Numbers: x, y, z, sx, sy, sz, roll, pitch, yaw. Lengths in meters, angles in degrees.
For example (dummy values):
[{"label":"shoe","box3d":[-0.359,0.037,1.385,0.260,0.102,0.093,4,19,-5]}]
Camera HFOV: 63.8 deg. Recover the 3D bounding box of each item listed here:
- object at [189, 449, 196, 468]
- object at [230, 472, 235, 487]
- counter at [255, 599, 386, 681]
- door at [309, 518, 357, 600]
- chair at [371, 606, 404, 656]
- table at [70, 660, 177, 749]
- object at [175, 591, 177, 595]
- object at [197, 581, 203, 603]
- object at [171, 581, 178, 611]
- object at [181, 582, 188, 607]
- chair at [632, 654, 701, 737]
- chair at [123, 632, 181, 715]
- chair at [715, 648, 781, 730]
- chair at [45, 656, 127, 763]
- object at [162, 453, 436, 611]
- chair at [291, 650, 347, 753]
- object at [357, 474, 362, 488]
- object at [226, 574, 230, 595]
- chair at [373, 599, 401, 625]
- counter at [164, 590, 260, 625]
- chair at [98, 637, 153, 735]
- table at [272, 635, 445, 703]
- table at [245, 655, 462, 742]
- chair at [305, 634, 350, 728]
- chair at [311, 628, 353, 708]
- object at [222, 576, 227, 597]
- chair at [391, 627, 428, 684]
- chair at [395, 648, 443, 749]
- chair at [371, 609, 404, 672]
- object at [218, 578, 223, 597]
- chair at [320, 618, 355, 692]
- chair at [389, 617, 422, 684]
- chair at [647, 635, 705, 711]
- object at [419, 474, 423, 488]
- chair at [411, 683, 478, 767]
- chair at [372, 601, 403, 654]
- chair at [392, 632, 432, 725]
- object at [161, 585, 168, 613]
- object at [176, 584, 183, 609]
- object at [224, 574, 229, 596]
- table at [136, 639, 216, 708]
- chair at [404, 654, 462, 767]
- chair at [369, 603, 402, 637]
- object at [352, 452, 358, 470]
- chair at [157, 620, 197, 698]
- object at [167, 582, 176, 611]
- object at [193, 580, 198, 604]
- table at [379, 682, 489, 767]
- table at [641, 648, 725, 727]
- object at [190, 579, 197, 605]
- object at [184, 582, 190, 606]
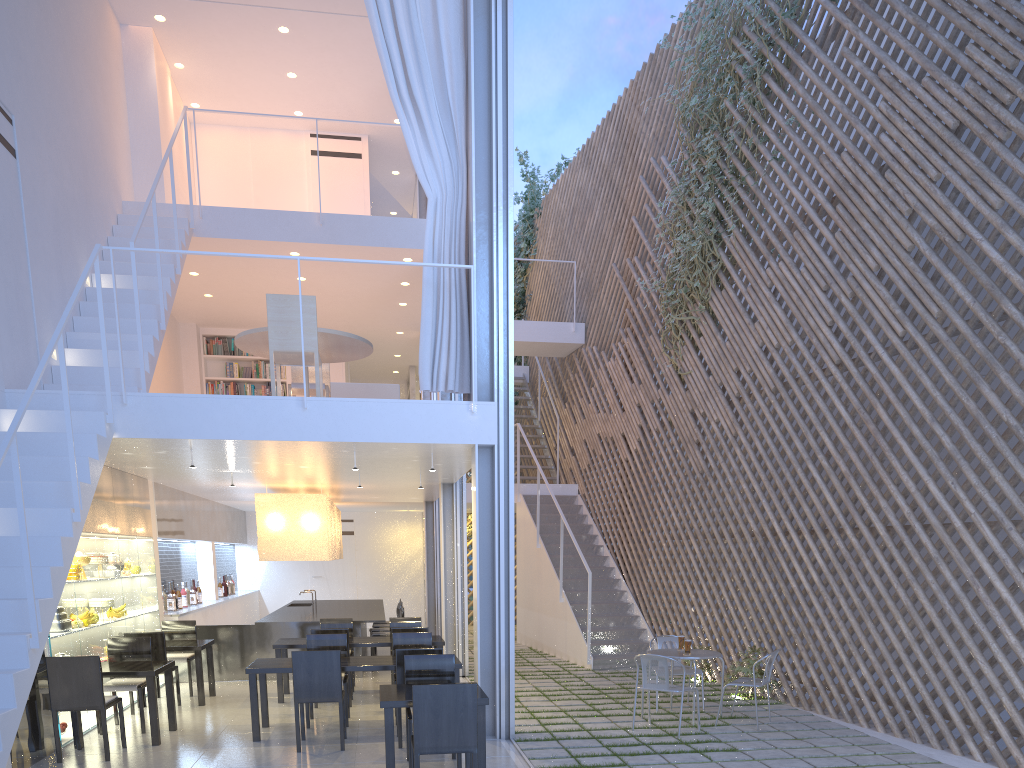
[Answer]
[{"label":"object","box3d":[-1.352,0.315,3.477,0.029,0.081,0.027,0,8,2]},{"label":"object","box3d":[-1.511,0.514,4.443,0.029,0.081,0.027,0,8,2]},{"label":"counter","box3d":[-1.417,1.961,6.499,0.815,0.373,2.532,1,-11,-9]},{"label":"door","box3d":[-2.047,1.477,6.124,0.481,1.171,5.547,0,-11,3]},{"label":"chair","box3d":[-0.912,1.844,6.034,0.240,0.449,0.183,-1,7,-11]},{"label":"table","box3d":[-1.682,1.385,3.574,0.359,0.337,0.348,0,-1,-9]},{"label":"object","box3d":[-2.157,1.183,4.583,0.067,0.288,2.156,-2,-11,-9]},{"label":"object","box3d":[-2.411,1.604,6.335,0.041,0.186,0.040,-8,12,-38]},{"label":"object","box3d":[-2.121,1.175,4.544,0.106,0.287,2.084,-1,-11,-8]},{"label":"object","box3d":[-2.337,1.501,5.857,0.044,0.190,0.041,-1,9,-8]},{"label":"chair","box3d":[0.680,1.379,3.685,0.260,0.389,0.243,2,5,36]},{"label":"chair","box3d":[-1.843,1.475,4.231,0.192,0.448,0.230,-1,6,-9]},{"label":"chair","box3d":[1.113,1.409,3.836,0.247,0.388,0.256,2,4,31]},{"label":"chair","box3d":[-1.685,1.277,3.273,0.192,0.448,0.230,-1,6,-9]},{"label":"object","box3d":[-1.336,0.882,4.421,1.672,0.825,1.849,1,-8,-11]},{"label":"chair","box3d":[-0.799,1.307,3.433,0.192,0.448,0.230,-1,6,-9]},{"label":"object","box3d":[-0.842,0.534,4.549,0.029,0.081,0.027,0,8,2]},{"label":"object","box3d":[-2.619,1.844,7.551,0.046,0.208,0.044,-1,9,-8]},{"label":"chair","box3d":[-1.064,2.048,7.023,0.240,0.449,0.183,-1,7,-7]},{"label":"counter","box3d":[-2.494,2.037,6.958,0.232,0.431,3.655,-1,-11,-10]},{"label":"chair","box3d":[-1.766,1.378,3.762,0.192,0.448,0.230,-1,6,-9]},{"label":"table","box3d":[-0.847,1.602,4.639,0.916,0.337,0.348,1,-1,-9]},{"label":"table","box3d":[-0.698,1.414,3.730,0.916,0.337,0.348,1,-1,-9]},{"label":"chair","box3d":[-0.874,1.402,3.889,0.192,0.448,0.230,-1,6,-9]},{"label":"chair","box3d":[-0.957,1.505,4.391,0.192,0.448,0.230,-1,6,-9]},{"label":"object","box3d":[-2.562,1.802,7.325,0.044,0.198,0.044,-3,10,-18]},{"label":"chair","box3d":[-0.552,1.517,4.455,0.192,0.448,0.230,-1,6,-9]},{"label":"chair","box3d":[-0.395,1.319,3.497,0.192,0.448,0.230,-1,6,-9]},{"label":"chair","box3d":[-0.862,1.775,5.704,0.240,0.449,0.183,-1,7,-8]},{"label":"object","box3d":[-2.560,1.786,7.220,0.041,0.186,0.040,-8,12,-38]},{"label":"chair","box3d":[-1.032,1.599,4.847,0.192,0.448,0.230,-1,6,-9]},{"label":"chair","box3d":[-0.627,1.611,4.911,0.192,0.448,0.230,-1,6,-9]},{"label":"chair","box3d":[0.844,1.505,4.299,0.263,0.389,0.241,-1,4,-9]},{"label":"object","box3d":[-0.511,0.544,4.601,0.029,0.081,0.027,0,8,2]},{"label":"chair","box3d":[-0.216,1.130,2.578,0.192,0.448,0.230,-1,6,-9]},{"label":"chair","box3d":[-1.013,1.980,6.693,0.240,0.449,0.183,-1,7,-12]},{"label":"chair","box3d":[-0.470,1.414,3.953,0.192,0.448,0.230,-1,6,-9]},{"label":"object","box3d":[-2.130,1.151,4.429,0.046,0.288,1.881,-2,-11,-9]},{"label":"object","box3d":[-2.123,1.167,4.514,0.058,0.292,2.442,-2,-11,-9]},{"label":"object","box3d":[-2.602,1.826,7.467,0.046,0.209,0.044,-2,9,-9]},{"label":"table","box3d":[-1.831,1.573,4.483,0.359,0.337,0.348,0,-1,-9]},{"label":"chair","box3d":[-0.296,1.231,3.068,0.192,0.448,0.230,-1,6,-9]},{"label":"chair","box3d":[-0.977,1.911,6.361,0.240,0.449,0.183,-2,7,-14]},{"label":"object","box3d":[-0.683,0.334,3.582,0.029,0.081,0.027,0,8,2]},{"label":"chair","box3d":[-1.923,1.576,4.720,0.192,0.448,0.230,-1,6,-9]},{"label":"object","box3d":[-2.113,1.166,4.498,0.047,0.288,2.006,-2,-11,-9]},{"label":"object","box3d":[-2.415,1.583,6.264,0.044,0.198,0.044,-3,10,-18]},{"label":"table","box3d":[-0.281,1.245,2.912,0.359,0.337,0.348,0,-1,-9]},{"label":"table","box3d":[0.826,1.461,3.987,0.347,0.340,0.346,-1,-1,43]},{"label":"object","box3d":[-2.369,1.545,6.103,0.046,0.208,0.044,-1,9,-8]},{"label":"object","box3d":[-2.364,1.527,5.978,0.045,0.191,0.044,7,12,37]}]
